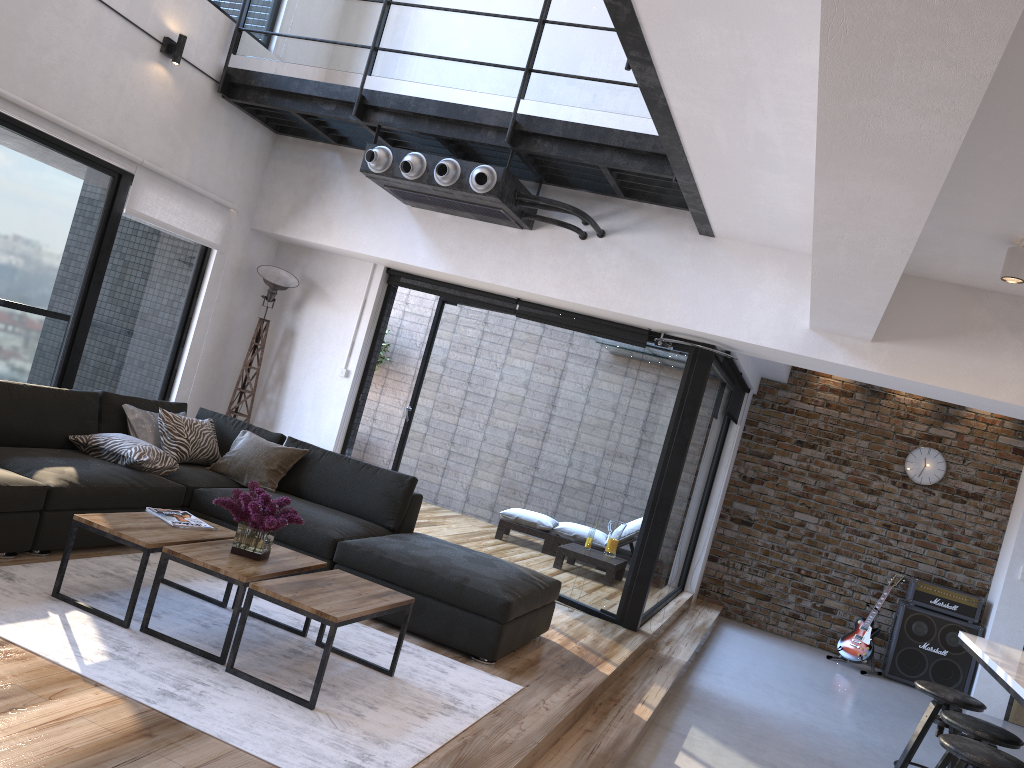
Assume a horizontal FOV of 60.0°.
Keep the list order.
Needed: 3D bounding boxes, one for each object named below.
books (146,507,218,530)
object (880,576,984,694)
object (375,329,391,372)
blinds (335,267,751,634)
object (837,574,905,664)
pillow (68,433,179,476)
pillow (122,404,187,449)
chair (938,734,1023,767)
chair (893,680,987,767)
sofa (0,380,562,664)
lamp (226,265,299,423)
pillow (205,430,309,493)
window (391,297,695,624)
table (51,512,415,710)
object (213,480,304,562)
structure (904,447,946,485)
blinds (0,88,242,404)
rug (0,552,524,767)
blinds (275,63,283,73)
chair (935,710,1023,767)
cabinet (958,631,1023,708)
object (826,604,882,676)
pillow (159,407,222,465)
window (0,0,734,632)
[{"bbox_3d":[-1.517,0.620,4.069,0.294,0.013,0.229,14,-2,40],"label":"books"},{"bbox_3d":[3.862,2.311,8.106,0.695,0.936,0.358,15,-1,19],"label":"object"},{"bbox_3d":[-1.916,0.070,10.099,0.813,1.862,0.799,16,-1,-28],"label":"object"},{"bbox_3d":[0.777,0.645,6.943,3.867,2.052,1.826,16,-1,-27],"label":"blinds"},{"bbox_3d":[3.374,2.172,8.244,0.525,0.873,0.329,16,-1,-36],"label":"object"},{"bbox_3d":[-2.200,0.387,5.028,0.530,0.177,0.356,15,-1,17],"label":"pillow"},{"bbox_3d":[-2.187,0.317,5.562,0.234,0.294,0.612,15,-1,20],"label":"pillow"},{"bbox_3d":[1.858,1.807,3.630,0.367,0.630,0.366,16,-1,-6],"label":"chair"},{"bbox_3d":[2.254,1.945,4.725,0.366,0.630,0.367,15,-1,34],"label":"chair"},{"bbox_3d":[-1.517,0.636,4.353,2.995,0.700,3.048,15,-1,19],"label":"sofa"},{"bbox_3d":[-2.036,-0.035,6.382,0.425,1.827,1.469,16,-1,4],"label":"lamp"},{"bbox_3d":[-1.610,0.486,5.579,0.546,0.309,0.273,15,-1,19],"label":"pillow"},{"bbox_3d":[0.063,0.461,6.913,2.444,2.050,0.100,15,-1,36],"label":"window"},{"bbox_3d":[-1.150,0.902,3.762,1.296,0.350,0.698,15,-1,19],"label":"table"},{"bbox_3d":[-1.070,0.566,3.790,0.374,0.343,0.342,15,-1,20],"label":"object"},{"bbox_3d":[3.932,0.781,8.438,0.360,0.360,0.040,15,-1,19],"label":"structure"},{"bbox_3d":[-3.100,-0.618,4.100,0.095,2.043,5.377,15,-1,19],"label":"blinds"},{"bbox_3d":[-1.161,1.081,3.754,2.110,0.003,1.639,15,-2,19],"label":"rug"},{"bbox_3d":[-2.255,-3.383,1.521,1.995,2.975,10.204,16,-1,-2],"label":"blinds"},{"bbox_3d":[2.100,1.887,4.118,0.366,0.630,0.365,16,-1,-26],"label":"chair"},{"bbox_3d":[2.738,0.839,1.592,2.470,2.871,9.129,15,-1,19],"label":"cabinet"},{"bbox_3d":[3.225,2.325,8.170,0.332,0.588,0.389,16,-1,-36],"label":"object"},{"bbox_3d":[-2.019,0.341,5.572,0.250,0.314,0.532,15,-1,23],"label":"pillow"},{"bbox_3d":[-1.270,-1.637,3.369,5.656,5.566,13.417,15,-1,19],"label":"window"}]
